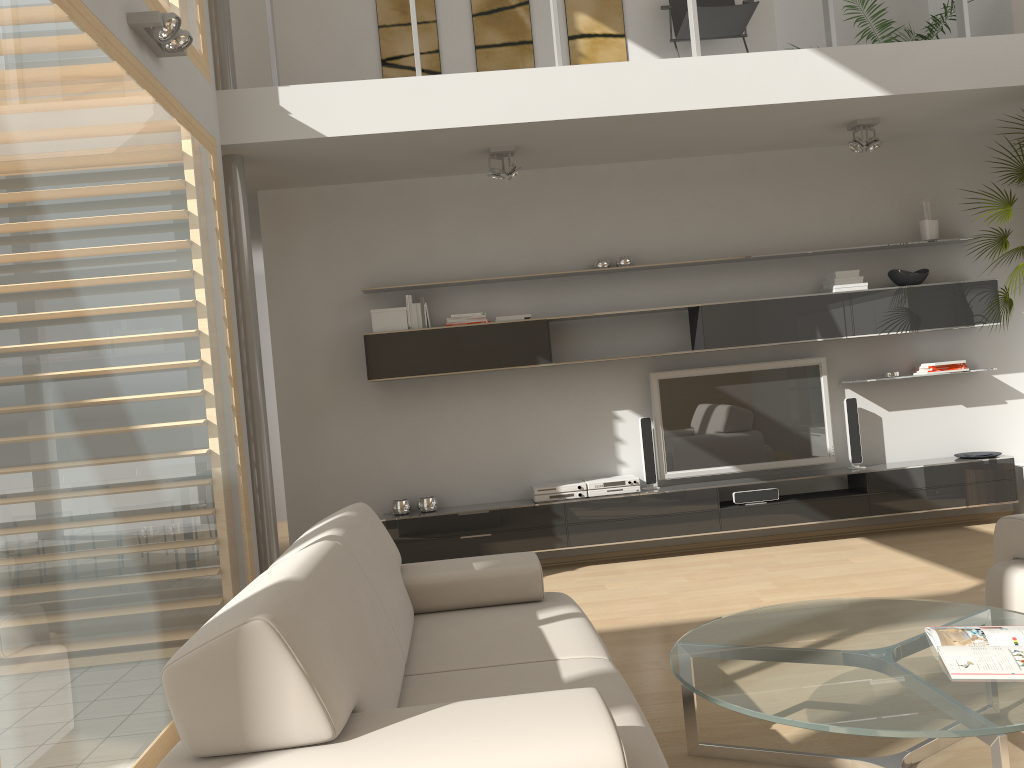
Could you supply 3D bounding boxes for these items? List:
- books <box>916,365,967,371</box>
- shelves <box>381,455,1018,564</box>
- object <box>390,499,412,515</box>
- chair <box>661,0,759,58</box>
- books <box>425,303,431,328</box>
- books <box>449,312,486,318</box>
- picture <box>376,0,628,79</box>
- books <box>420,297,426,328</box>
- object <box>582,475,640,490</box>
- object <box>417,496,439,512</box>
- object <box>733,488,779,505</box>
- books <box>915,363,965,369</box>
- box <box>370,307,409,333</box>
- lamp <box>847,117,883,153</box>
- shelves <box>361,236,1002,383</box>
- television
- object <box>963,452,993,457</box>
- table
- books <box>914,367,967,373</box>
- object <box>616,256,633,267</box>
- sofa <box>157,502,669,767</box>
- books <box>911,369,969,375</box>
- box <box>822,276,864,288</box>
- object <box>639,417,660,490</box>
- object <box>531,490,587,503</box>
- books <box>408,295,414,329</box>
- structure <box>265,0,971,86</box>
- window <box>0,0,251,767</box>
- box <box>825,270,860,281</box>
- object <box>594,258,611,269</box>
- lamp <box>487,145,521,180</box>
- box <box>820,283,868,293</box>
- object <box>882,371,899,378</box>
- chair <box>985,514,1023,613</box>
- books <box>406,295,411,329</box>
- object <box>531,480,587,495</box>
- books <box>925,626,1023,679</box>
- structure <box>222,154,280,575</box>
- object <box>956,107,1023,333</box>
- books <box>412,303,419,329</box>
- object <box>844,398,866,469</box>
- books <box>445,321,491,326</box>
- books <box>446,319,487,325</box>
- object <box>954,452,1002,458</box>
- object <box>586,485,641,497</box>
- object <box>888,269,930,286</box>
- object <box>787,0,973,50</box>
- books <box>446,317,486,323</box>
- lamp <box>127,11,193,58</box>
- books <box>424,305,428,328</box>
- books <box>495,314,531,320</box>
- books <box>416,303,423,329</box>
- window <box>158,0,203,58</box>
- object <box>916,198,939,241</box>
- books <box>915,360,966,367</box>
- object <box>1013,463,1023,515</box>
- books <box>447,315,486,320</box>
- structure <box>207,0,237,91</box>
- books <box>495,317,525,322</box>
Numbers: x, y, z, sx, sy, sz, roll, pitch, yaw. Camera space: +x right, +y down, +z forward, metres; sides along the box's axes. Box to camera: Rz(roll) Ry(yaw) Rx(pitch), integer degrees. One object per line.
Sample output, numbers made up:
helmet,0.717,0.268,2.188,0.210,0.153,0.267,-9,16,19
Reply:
books,2.950,-0.110,6.098,0.254,0.015,0.190,-5,0,-7
shelves,1.266,0.834,5.966,4.236,0.312,0.300,-5,0,-3
object,-0.735,0.816,5.879,0.143,0.091,0.143,-5,0,29
chair,1.327,-2.293,5.836,0.628,0.825,0.537,-5,0,-3
books,-0.555,-0.445,5.888,0.023,0.169,0.230,-5,0,-3
books,-0.300,-0.447,5.879,0.227,0.017,0.230,-5,0,-8
picture,-0.121,-3.037,6.062,1.684,1.800,0.010,-5,0,-3
books,-0.586,-0.463,5.872,0.021,0.210,0.207,-5,0,-3
object,0.662,0.659,5.934,0.349,0.049,0.262,-5,0,-3
object,-0.559,0.799,5.890,0.143,0.091,0.143,-5,0,29
object,1.613,0.749,5.897,0.300,0.092,0.085,-5,0,-3
books,2.941,-0.124,6.101,0.254,0.015,0.190,-5,0,-2
box,-0.798,-0.413,5.836,0.232,0.149,0.232,-5,0,-3
lamp,2.232,-1.564,5.619,0.214,0.195,0.150,-5,0,-3
shelves,1.156,-0.360,5.969,4.236,0.914,0.300,-5,0,-3
television,1.577,0.233,6.092,1.224,0.735,0.096,-5,0,-3
object,3.189,0.487,6.070,0.178,0.020,0.178,-5,0,-20
table,1.086,0.961,2.594,1.198,0.370,1.198,-5,0,14
books,2.942,-0.096,6.096,0.268,0.011,0.190,-5,0,-2
object,0.759,-0.823,5.987,0.115,0.081,0.115,-5,0,-23
sofa,-0.258,0.844,2.598,1.168,0.846,2.093,-5,0,-3
books,2.939,-0.084,6.097,0.296,0.013,0.210,-5,0,-3
box,2.256,-0.691,6.048,0.200,0.047,0.200,-5,0,-3
object,0.917,0.467,5.985,0.111,0.483,0.116,-5,0,-7
object,0.314,0.740,5.912,0.349,0.049,0.262,-5,0,-3
books,-0.661,-0.465,5.880,0.017,0.227,0.230,-5,0,-3
structure,1.012,-2.304,5.113,5.400,0.900,0.080,-5,0,-3
window,-1.400,0.022,3.398,0.020,2.500,2.525,-5,0,-3
box,2.252,-0.738,6.047,0.168,0.047,0.168,-5,0,-3
object,0.611,-0.809,6.021,0.115,0.081,0.115,-5,0,-23
lamp,-0.051,-1.354,5.479,0.214,0.195,0.150,-5,0,-3
box,2.263,-0.644,6.046,0.232,0.047,0.232,-5,0,-3
object,2.608,-0.064,6.104,0.106,0.035,0.105,-5,0,32
chair,2.358,0.603,2.744,1.165,0.846,1.562,-5,0,-3
books,-0.679,-0.463,5.872,0.017,0.227,0.230,-5,0,-3
object,0.309,0.691,5.912,0.349,0.049,0.262,-5,0,-3
books,1.349,0.732,2.479,0.297,0.037,0.440,-5,0,17
structure,-1.488,0.036,5.109,0.121,2.700,0.122,-5,0,-15
object,3.564,-0.416,4.594,0.983,2.668,2.706,-5,0,-23
books,-0.636,-0.438,5.873,0.027,0.169,0.230,-5,0,-3
object,2.338,0.336,6.076,0.111,0.483,0.116,-5,0,3
books,-0.292,-0.391,5.869,0.297,0.013,0.210,-5,0,-3
books,-0.297,-0.403,5.870,0.268,0.011,0.190,-5,0,-2
object,3.189,0.490,6.070,0.294,0.020,0.294,-5,0,36
object,0.666,0.708,5.939,0.349,0.049,0.250,-5,0,-3
object,2.718,-0.724,6.068,0.317,0.125,0.223,-5,0,-25
object,2.875,-2.554,6.576,1.331,1.069,1.491,-5,0,-6
books,-0.308,-0.415,5.868,0.254,0.015,0.190,-5,0,-7
lamp,-1.450,-1.458,3.709,0.183,0.110,0.360,-5,0,-3
books,-0.568,-0.438,5.874,0.009,0.156,0.207,-5,0,-3
books,0.004,-0.436,5.897,0.230,0.017,0.227,-5,0,-3
books,-0.609,-0.441,5.883,0.027,0.169,0.230,-5,0,-3
window,-1.662,-2.816,3.407,0.020,2.200,2.525,-5,0,-3
object,2.877,-1.124,6.124,0.129,0.291,0.129,-5,0,-31
books,2.937,-0.140,6.088,0.227,0.017,0.230,-5,0,-8
object,3.556,0.742,6.066,0.150,0.374,0.275,-5,0,7
books,-0.301,-0.431,5.865,0.254,0.015,0.190,-5,0,-2
structure,-1.749,-2.802,5.117,0.121,2.400,0.122,-5,0,-15
books,-0.007,-0.419,5.900,0.190,0.015,0.254,-5,0,3
